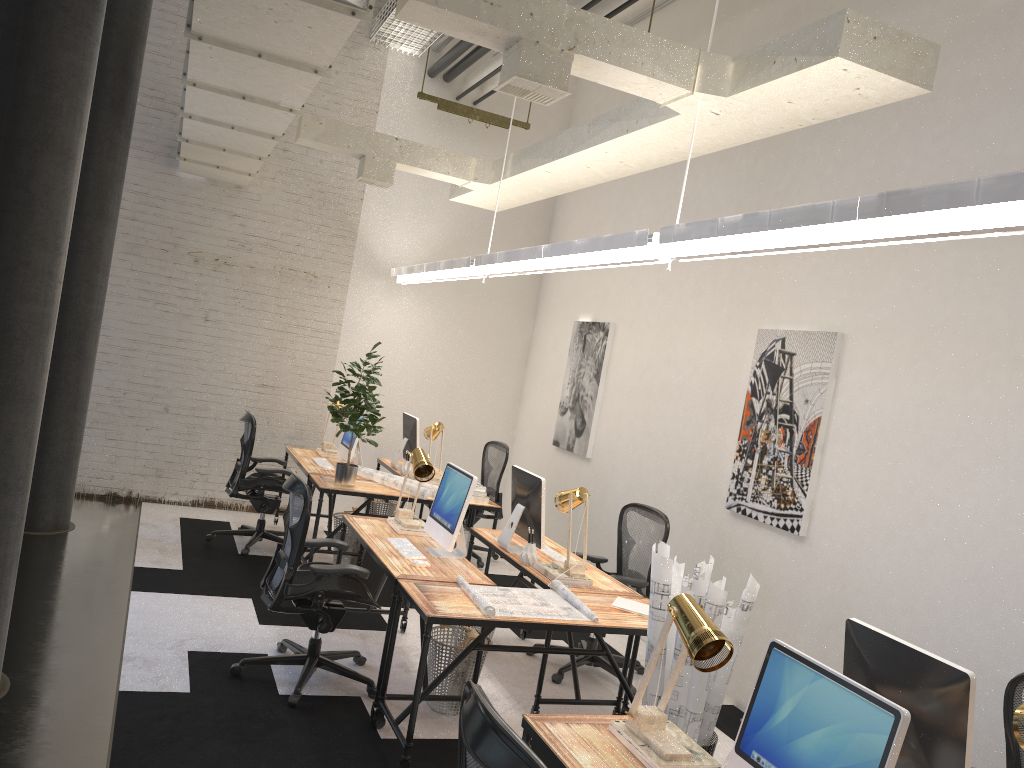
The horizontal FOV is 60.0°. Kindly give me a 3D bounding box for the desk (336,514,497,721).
[{"bbox_3d":[-0.626,1.265,4.992,0.530,0.725,1.399,9,2,-22],"label":"desk"}]

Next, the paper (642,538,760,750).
[{"bbox_3d":[0.742,1.291,3.886,0.413,1.198,0.440,8,3,-44],"label":"paper"}]

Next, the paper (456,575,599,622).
[{"bbox_3d":[0.065,1.013,4.216,0.626,0.061,0.567,9,1,-24],"label":"paper"}]

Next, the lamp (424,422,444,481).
[{"bbox_3d":[-0.656,0.542,7.385,0.126,0.470,0.344,9,2,-22],"label":"lamp"}]

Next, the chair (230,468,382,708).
[{"bbox_3d":[-1.004,1.024,4.716,0.793,1.086,0.769,9,2,-38],"label":"chair"}]

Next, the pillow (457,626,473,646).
[{"bbox_3d":[-0.299,1.471,5.636,0.120,0.407,0.239,9,2,-21],"label":"pillow"}]

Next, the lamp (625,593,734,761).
[{"bbox_3d":[0.503,0.872,2.669,0.126,0.470,0.344,9,2,-22],"label":"lamp"}]

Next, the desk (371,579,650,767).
[{"bbox_3d":[0.119,1.413,4.247,1.402,0.725,0.528,9,2,-22],"label":"desk"}]

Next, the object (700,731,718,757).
[{"bbox_3d":[0.689,1.700,3.887,0.353,0.398,0.353,11,2,23],"label":"object"}]

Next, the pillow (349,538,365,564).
[{"bbox_3d":[-1.216,1.253,7.146,0.120,0.407,0.239,9,2,-21],"label":"pillow"}]

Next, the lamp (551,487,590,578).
[{"bbox_3d":[0.330,0.793,4.907,0.128,0.470,0.344,9,2,-21],"label":"lamp"}]

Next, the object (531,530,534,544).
[{"bbox_3d":[0.112,0.921,5.000,0.008,0.207,0.054,11,2,33],"label":"object"}]

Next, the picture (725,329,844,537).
[{"bbox_3d":[1.640,0.261,5.409,0.049,1.184,0.730,9,2,-22],"label":"picture"}]

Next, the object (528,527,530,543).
[{"bbox_3d":[0.095,0.917,5.023,0.008,0.207,0.054,8,3,-39],"label":"object"}]

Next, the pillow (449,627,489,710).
[{"bbox_3d":[-0.230,1.504,4.668,0.120,0.407,0.239,9,2,-21],"label":"pillow"}]

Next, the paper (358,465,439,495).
[{"bbox_3d":[-0.842,0.753,6.858,1.132,0.082,0.083,11,2,33],"label":"paper"}]

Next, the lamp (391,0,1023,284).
[{"bbox_3d":[0.493,-2.011,5.003,0.226,2.865,7.292,9,2,-22],"label":"lamp"}]

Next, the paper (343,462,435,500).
[{"bbox_3d":[-0.996,0.728,6.796,1.132,0.082,0.083,11,2,43],"label":"paper"}]

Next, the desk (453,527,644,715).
[{"bbox_3d":[0.152,1.396,5.301,0.530,0.725,1.399,9,2,-22],"label":"desk"}]

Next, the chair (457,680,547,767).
[{"bbox_3d":[0.083,1.275,2.046,0.793,1.086,0.769,9,2,-38],"label":"chair"}]

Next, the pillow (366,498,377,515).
[{"bbox_3d":[-1.286,1.220,8.114,0.120,0.407,0.239,9,2,-21],"label":"pillow"}]

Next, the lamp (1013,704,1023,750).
[{"bbox_3d":[1.417,1.043,2.237,0.128,0.470,0.344,9,2,-21],"label":"lamp"}]

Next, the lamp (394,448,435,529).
[{"bbox_3d":[-0.583,0.622,5.339,0.128,0.470,0.344,9,2,-21],"label":"lamp"}]

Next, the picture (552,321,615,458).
[{"bbox_3d":[0.634,0.027,7.991,0.049,1.184,0.730,9,2,-22],"label":"picture"}]

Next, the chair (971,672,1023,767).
[{"bbox_3d":[1.679,1.538,2.894,0.793,1.086,0.769,9,2,-38],"label":"chair"}]

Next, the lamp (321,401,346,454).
[{"bbox_3d":[-1.571,0.371,7.817,0.126,0.470,0.344,9,2,-22],"label":"lamp"}]

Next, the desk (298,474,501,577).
[{"bbox_3d":[-0.867,1.162,6.725,1.402,0.725,0.528,9,2,-22],"label":"desk"}]

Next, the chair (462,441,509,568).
[{"bbox_3d":[-0.394,1.037,8.042,0.793,1.086,0.769,9,2,-38],"label":"chair"}]

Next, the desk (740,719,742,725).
[{"bbox_3d":[1.239,1.646,2.631,0.530,0.725,1.399,9,2,-22],"label":"desk"}]

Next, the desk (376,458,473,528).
[{"bbox_3d":[-0.834,1.145,7.779,0.530,0.725,1.399,9,2,-22],"label":"desk"}]

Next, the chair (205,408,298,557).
[{"bbox_3d":[-1.991,0.773,7.194,0.793,1.086,0.769,9,2,-38],"label":"chair"}]

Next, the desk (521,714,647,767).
[{"bbox_3d":[0.461,1.515,2.322,0.530,0.725,1.399,9,2,-22],"label":"desk"}]

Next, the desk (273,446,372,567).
[{"bbox_3d":[-1.613,1.014,7.470,0.530,0.725,1.399,9,2,-22],"label":"desk"}]

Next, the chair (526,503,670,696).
[{"bbox_3d":[0.592,1.288,5.564,0.793,1.086,0.769,9,2,-38],"label":"chair"}]
